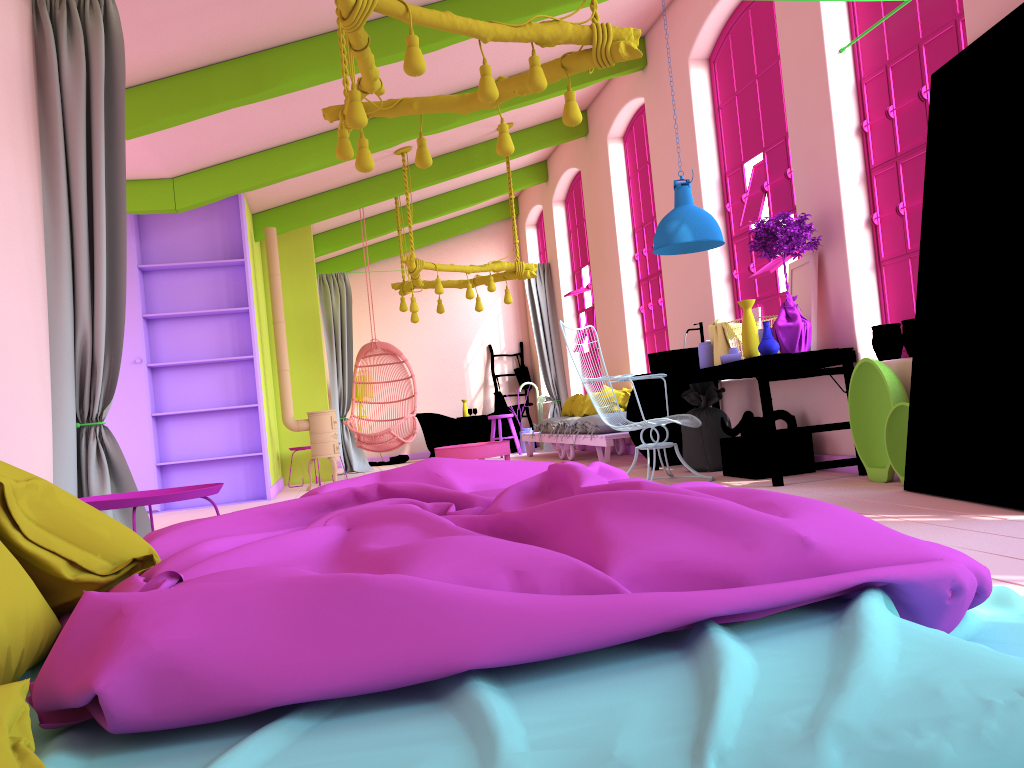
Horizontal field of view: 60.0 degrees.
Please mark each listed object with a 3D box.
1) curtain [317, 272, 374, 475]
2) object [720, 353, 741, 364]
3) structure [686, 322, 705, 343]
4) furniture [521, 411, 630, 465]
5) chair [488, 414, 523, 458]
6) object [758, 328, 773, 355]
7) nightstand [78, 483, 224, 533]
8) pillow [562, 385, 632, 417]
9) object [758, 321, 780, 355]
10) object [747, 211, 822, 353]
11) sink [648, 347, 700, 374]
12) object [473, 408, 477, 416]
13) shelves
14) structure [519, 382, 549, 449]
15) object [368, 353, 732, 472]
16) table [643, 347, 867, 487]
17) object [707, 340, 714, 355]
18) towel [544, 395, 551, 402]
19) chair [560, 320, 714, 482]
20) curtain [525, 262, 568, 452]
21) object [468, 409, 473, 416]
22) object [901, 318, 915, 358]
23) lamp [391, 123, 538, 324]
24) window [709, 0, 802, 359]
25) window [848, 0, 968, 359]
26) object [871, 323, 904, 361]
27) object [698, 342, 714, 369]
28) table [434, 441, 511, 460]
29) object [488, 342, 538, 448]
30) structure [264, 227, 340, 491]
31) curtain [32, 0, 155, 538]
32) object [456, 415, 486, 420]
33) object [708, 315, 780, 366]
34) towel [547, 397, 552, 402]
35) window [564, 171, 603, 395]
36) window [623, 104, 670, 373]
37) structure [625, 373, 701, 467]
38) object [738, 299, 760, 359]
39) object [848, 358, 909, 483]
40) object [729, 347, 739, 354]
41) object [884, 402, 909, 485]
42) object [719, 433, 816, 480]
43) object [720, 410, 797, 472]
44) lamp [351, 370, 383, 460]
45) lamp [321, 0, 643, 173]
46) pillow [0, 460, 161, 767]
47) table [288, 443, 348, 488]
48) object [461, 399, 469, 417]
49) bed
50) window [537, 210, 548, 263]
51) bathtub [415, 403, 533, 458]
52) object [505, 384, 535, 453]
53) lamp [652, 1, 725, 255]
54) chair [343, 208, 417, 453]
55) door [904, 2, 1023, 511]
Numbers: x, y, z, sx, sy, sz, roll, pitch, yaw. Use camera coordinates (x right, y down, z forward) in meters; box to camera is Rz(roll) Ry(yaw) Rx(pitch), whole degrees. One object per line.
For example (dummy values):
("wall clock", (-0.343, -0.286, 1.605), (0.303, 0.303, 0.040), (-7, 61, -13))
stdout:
("curtain", (-2.328, -0.180, 12.133), (0.518, 2.785, 0.525), (-5, -1, -31))
("object", (1.553, -0.174, 6.295), (0.137, 0.076, 0.076), (-6, -1, 8))
("structure", (1.513, -0.303, 7.278), (0.166, 0.396, 0.087), (-6, -1, -2))
("furniture", (0.855, 0.605, 10.291), (0.907, 0.507, 3.777), (-5, -2, -12))
("chair", (-0.147, 0.731, 12.474), (0.472, 0.593, 0.447), (-4, -2, -43))
("object", (1.709, -0.273, 5.945), (0.109, 0.197, 0.109), (-6, -1, 26))
("nightstand", (-1.372, 0.635, 3.327), (0.596, 0.458, 0.596), (-6, -2, 26))
("pillow", (0.967, 0.232, 10.412), (0.578, 0.399, 1.998), (-5, -2, -12))
("object", (1.631, -0.290, 5.655), (0.132, 0.219, 0.132), (-6, -1, 5))
("object", (1.809, -0.663, 5.853), (0.503, 0.950, 0.441), (-7, -2, 38))
("sink", (1.346, -0.189, 7.214), (0.340, 0.194, 0.609), (-5, -2, -12))
("object", (-0.559, 0.455, 13.499), (0.069, 0.170, 0.069), (-6, -1, 8))
("shelves", (-3.404, -0.317, 8.511), (1.841, 3.103, 0.385), (-5, -1, -12))
("structure", (0.392, 0.485, 13.702), (0.452, 1.061, 0.254), (-6, -1, 32))
("object", (-0.329, 0.194, 10.543), (2.826, 1.580, 7.868), (-5, -2, -11))
("table", (1.688, 0.251, 6.603), (0.655, 0.820, 2.193), (-5, -2, -12))
("object", (1.593, -0.243, 7.028), (0.165, 0.250, 0.410), (-6, -2, 24))
("towel", (0.637, 0.222, 13.889), (0.262, 0.102, 0.247), (-5, -2, -11))
("chair", (0.929, 0.116, 6.418), (0.925, 1.238, 1.078), (-6, -1, 23))
("curtain", (0.546, -0.392, 12.711), (0.518, 2.785, 0.525), (-6, -1, 8))
("object", (-0.624, 0.456, 13.319), (0.069, 0.170, 0.069), (-6, -1, 8))
("object", (2.384, -0.272, 5.196), (0.182, 0.222, 0.182), (-5, -2, -29))
("lamp", (-0.855, -1.854, 10.298), (1.610, 2.264, 1.777), (-5, -2, -30))
("window", (2.011, -1.577, 7.008), (0.492, 3.003, 1.498), (-5, -1, -12))
("window", (2.383, -1.680, 5.127), (0.072, 3.046, 1.275), (-5, -1, -12))
("object", (2.325, -0.257, 5.488), (0.182, 0.222, 0.182), (-5, -2, -34))
("object", (1.475, -0.216, 6.734), (0.109, 0.197, 0.109), (-5, -1, -19))
("table", (-0.451, 0.847, 10.311), (0.885, 0.285, 0.885), (-6, -2, 14))
("object", (0.007, 0.195, 14.404), (0.603, 1.764, 0.410), (-5, -1, -12))
("structure", (-2.198, -0.274, 9.507), (0.577, 2.813, 0.403), (-6, -1, 6))
("curtain", (-1.906, -0.463, 3.959), (0.518, 2.785, 0.525), (-5, -1, -31))
("object", (-0.625, 0.523, 13.516), (0.360, 0.068, 1.324), (-5, -2, -12))
("object", (1.711, -0.326, 6.605), (0.444, 0.369, 0.633), (-5, -2, -12))
("towel", (0.689, 0.209, 13.627), (0.247, 0.102, 0.262), (-5, -2, -21))
("window", (1.038, -1.330, 11.821), (0.551, 3.009, 1.514), (-5, -1, -12))
("window", (1.520, -1.462, 9.417), (0.072, 3.046, 1.275), (-5, -1, -12))
("structure", (1.391, 0.316, 8.082), (0.717, 0.844, 0.718), (-4, -2, -44))
("object", (1.565, -0.359, 5.848), (0.116, 0.383, 0.116), (-5, -1, -38))
("object", (2.206, 0.202, 5.210), (0.218, 0.733, 0.451), (-5, -1, -12))
("object", (1.597, -0.200, 6.372), (0.065, 0.118, 0.065), (-7, -2, 37))
("object", (2.212, 0.326, 4.872), (0.137, 0.462, 0.284), (-5, -1, -27))
("object", (1.801, 0.503, 6.287), (0.446, 0.277, 0.522), (-5, -2, -12))
("object", (1.795, 0.414, 6.438), (0.300, 0.448, 0.672), (-5, -2, -36))
("lamp", (-2.357, 0.533, 13.808), (0.491, 1.466, 0.476), (-6, -1, 18))
("lamp", (-0.506, -2.258, 4.725), (1.610, 2.264, 1.777), (-5, -2, -30))
("pillow", (-1.074, 0.365, 1.559), (0.848, 0.822, 2.619), (-5, -2, -22))
("table", (-2.270, 0.939, 10.302), (0.596, 0.458, 0.596), (-6, -2, 26))
("object", (-0.709, 0.396, 13.473), (0.097, 0.321, 0.097), (-6, -1, 0))
("bed", (-0.046, 0.442, 2.025), (2.802, 0.514, 3.578), (-5, -2, -12))
("window", (0.660, -1.245, 13.691), (0.072, 3.046, 1.275), (-5, -1, -12))
("bathtub", (-0.572, 0.730, 13.518), (1.889, 0.740, 0.826), (-5, -2, -12))
("object", (0.156, 0.512, 12.893), (0.452, 0.987, 0.277), (-6, -1, 33))
("lamp", (1.204, -1.997, 6.562), (0.529, 2.001, 0.528), (-6, -1, 20))
("chair", (-1.657, -0.749, 10.491), (0.860, 3.129, 0.806), (-6, -1, 8))
("door", (2.203, -0.568, 4.148), (0.450, 2.210, 1.153), (-6, -1, -2))
